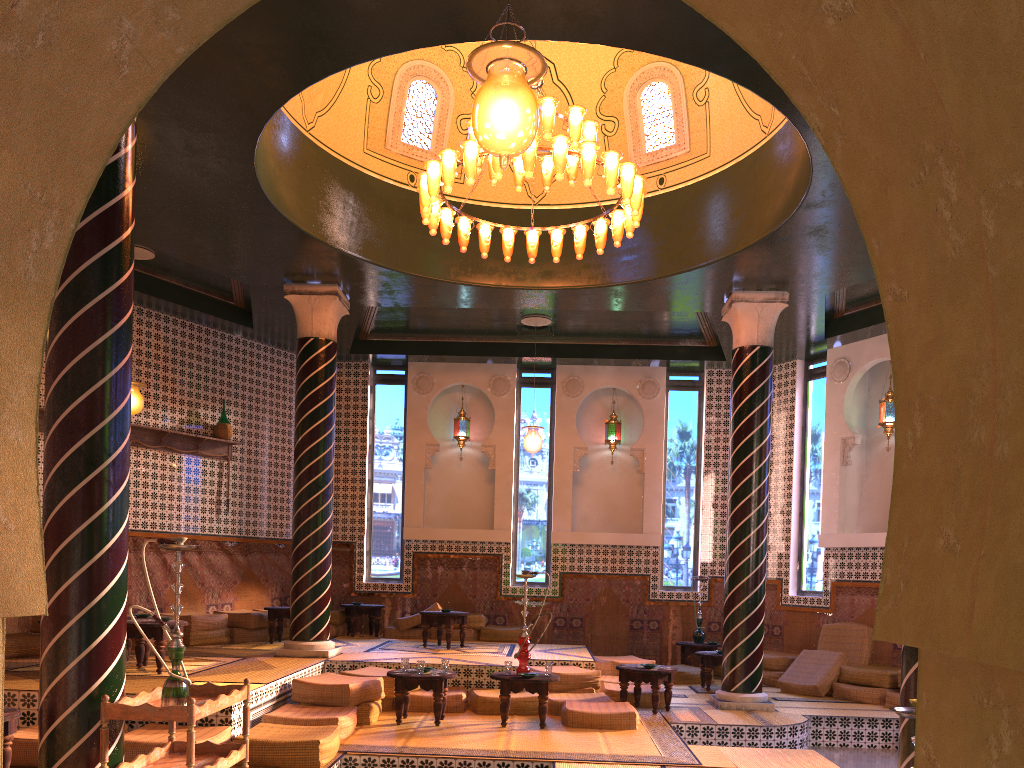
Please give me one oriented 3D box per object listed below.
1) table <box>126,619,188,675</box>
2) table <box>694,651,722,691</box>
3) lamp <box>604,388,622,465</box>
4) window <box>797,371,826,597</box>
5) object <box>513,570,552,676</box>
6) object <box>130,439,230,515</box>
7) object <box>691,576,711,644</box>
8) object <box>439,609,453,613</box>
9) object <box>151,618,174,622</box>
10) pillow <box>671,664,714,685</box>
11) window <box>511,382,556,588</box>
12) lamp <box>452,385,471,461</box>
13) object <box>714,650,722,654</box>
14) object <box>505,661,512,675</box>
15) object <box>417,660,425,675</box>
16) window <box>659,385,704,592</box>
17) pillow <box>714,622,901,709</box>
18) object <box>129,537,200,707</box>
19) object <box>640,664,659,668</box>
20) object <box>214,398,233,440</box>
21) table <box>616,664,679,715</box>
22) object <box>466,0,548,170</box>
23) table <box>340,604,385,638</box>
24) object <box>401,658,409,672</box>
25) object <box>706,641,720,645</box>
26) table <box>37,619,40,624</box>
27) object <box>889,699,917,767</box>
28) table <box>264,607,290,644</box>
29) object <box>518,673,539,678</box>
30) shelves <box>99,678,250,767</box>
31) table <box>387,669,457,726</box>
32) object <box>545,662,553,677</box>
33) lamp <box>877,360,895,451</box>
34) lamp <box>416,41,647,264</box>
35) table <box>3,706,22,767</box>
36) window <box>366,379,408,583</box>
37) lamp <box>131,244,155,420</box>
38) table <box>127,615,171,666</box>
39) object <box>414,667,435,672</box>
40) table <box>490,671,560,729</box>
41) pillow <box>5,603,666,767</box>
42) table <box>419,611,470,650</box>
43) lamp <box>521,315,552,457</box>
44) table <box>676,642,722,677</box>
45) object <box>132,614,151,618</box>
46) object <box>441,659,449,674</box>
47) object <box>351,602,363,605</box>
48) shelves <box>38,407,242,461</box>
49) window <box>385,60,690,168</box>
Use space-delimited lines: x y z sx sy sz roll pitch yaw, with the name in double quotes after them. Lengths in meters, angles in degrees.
-4.283 3.106 10.212 0.842 0.587 0.850 -5 -11 41 "table"
3.382 4.678 14.034 0.845 0.587 0.847 7 -9 -33 "table"
1.979 0.807 16.861 0.359 1.568 0.325 2 1 36 "lamp"
5.458 1.798 15.408 0.091 4.009 0.771 1 1 -28 "window"
0.226 2.843 10.265 0.462 1.256 0.301 1 0 18 "object"
-5.428 1.556 14.168 0.060 1.042 2.015 2 -8 32 "object"
3.432 4.163 15.929 0.299 1.257 0.465 2 0 39 "object"
-1.099 3.785 14.396 0.250 0.045 0.256 -2 -12 17 "object"
-4.134 2.792 10.204 0.250 0.045 0.256 -2 -12 17 "object"
2.950 5.111 15.163 0.981 0.277 0.961 7 -13 -27 "pillow"
0.418 1.975 16.881 0.774 4.009 0.091 2 1 2 "window"
-0.982 0.743 16.947 0.323 1.568 0.361 2 0 36 "lamp"
3.393 4.342 13.970 0.250 0.045 0.256 -2 -12 17 "object"
-0.044 3.384 10.276 0.092 0.163 0.093 1 -2 5 "object"
-1.066 3.313 10.084 0.092 0.163 0.092 2 -2 -20 "object"
3.273 2.033 16.778 0.774 4.009 0.091 2 1 2 "window"
5.270 4.429 13.803 1.413 1.187 5.829 5 -12 -28 "pillow"
-2.499 1.735 6.243 0.462 1.257 0.298 2 0 10 "object"
1.838 3.778 11.552 0.251 0.045 0.255 4 -12 -12 "object"
-4.924 0.606 14.742 0.301 0.723 0.301 1 -1 44 "object"
1.812 4.118 11.649 0.841 0.587 0.851 -4 -10 37 "table"
-0.006 -2.186 4.125 0.520 2.323 0.518 2 0 -9 "object"
-2.819 4.465 16.281 0.838 0.587 0.854 -1 -8 20 "table"
-1.274 3.352 10.290 0.092 0.163 0.092 4 -3 -40 "object"
3.673 4.745 15.798 0.250 0.045 0.256 -2 -12 17 "object"
-5.115 3.072 10.166 0.842 0.587 0.850 -5 -11 41 "table"
2.283 2.245 4.429 0.839 1.266 0.353 3 -1 -27 "object"
-3.725 4.043 14.449 0.837 0.587 0.855 1 -8 8 "table"
0.191 3.402 10.060 0.254 0.045 0.253 12 -16 -42 "object"
-2.489 2.902 6.466 0.746 1.288 1.203 1 -5 4 "shelves"
-1.078 3.732 10.282 0.839 0.587 0.854 3 -8 -7 "table"
0.436 3.393 10.259 0.092 0.163 0.092 2 -2 -20 "object"
6.192 0.340 14.153 0.361 1.568 0.323 1 0 -24 "lamp"
0.264 -4.017 9.287 2.467 4.615 2.489 1 -2 10 "lamp"
-4.361 2.900 6.823 0.837 0.587 0.855 1 -8 8 "table"
-2.438 1.917 16.985 0.774 4.009 0.091 2 1 2 "window"
-5.190 -0.668 11.815 0.520 2.323 0.518 2 0 -9 "lamp"
-4.757 3.247 10.924 0.842 0.587 0.850 -5 -11 41 "table"
-1.052 3.432 10.361 0.254 0.045 0.253 12 -16 -42 "object"
0.147 3.768 10.294 0.845 0.587 0.847 7 -9 -33 "table"
-2.757 3.774 11.955 10.027 1.261 10.141 1 -12 3 "pillow"
-1.132 4.105 14.406 0.837 0.587 0.855 0 -8 14 "table"
0.376 0.077 14.529 0.520 2.323 0.518 2 0 -9 "lamp"
3.444 5.096 15.974 0.837 0.587 0.855 0 -8 12 "table"
-4.635 2.915 10.841 0.251 0.045 0.255 4 -12 -12 "object"
-0.795 3.362 10.273 0.092 0.163 0.092 2 -2 -20 "object"
-2.897 4.111 16.138 0.250 0.045 0.256 -2 -12 17 "object"
-5.978 0.721 13.118 0.255 0.340 4.563 -1 -12 32 "shelves"
0.364 -4.044 9.412 5.772 1.158 5.589 -7 -15 37 "window"
